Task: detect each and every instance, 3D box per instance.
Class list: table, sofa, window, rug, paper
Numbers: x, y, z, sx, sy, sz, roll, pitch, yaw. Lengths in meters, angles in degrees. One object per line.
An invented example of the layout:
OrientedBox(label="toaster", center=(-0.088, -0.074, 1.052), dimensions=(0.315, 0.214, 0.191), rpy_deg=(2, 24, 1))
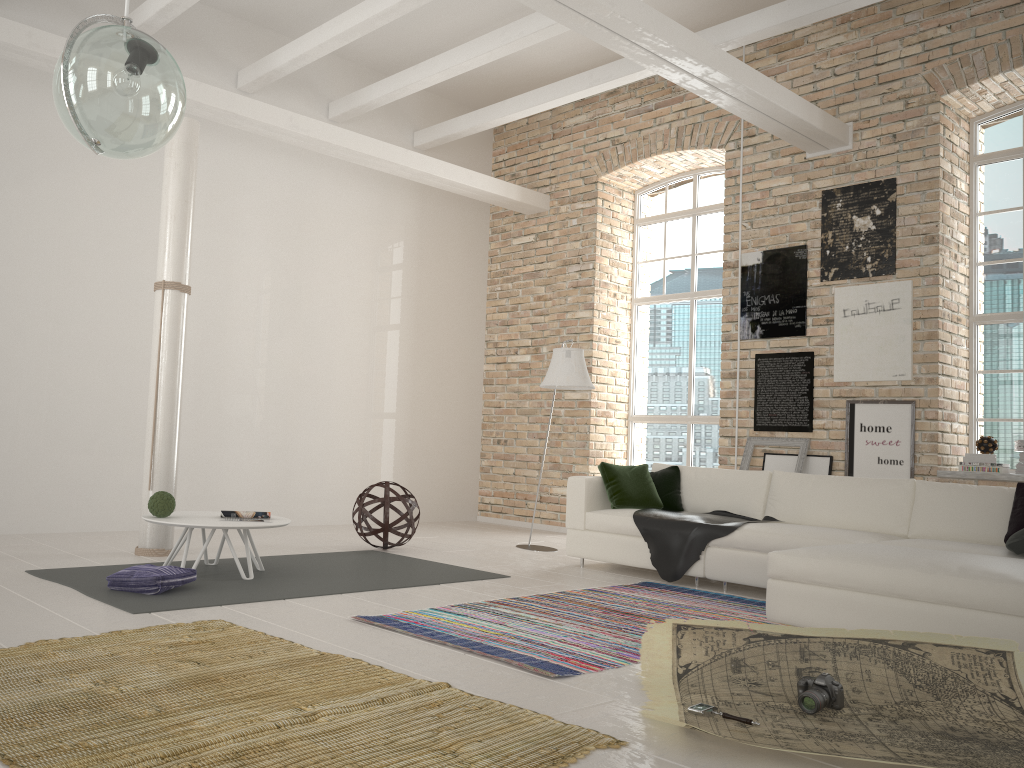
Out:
OrientedBox(label="table", center=(-1.831, 1.000, 5.515), dimensions=(0.860, 0.342, 0.963), rpy_deg=(5, -5, -30))
OrientedBox(label="sofa", center=(1.625, 0.957, 5.459), dimensions=(2.025, 0.841, 3.508), rpy_deg=(7, -6, -44))
OrientedBox(label="window", center=(0.444, -1.231, 3.096), dimensions=(10.660, 2.988, 1.532), rpy_deg=(6, -6, -43))
OrientedBox(label="rug", center=(-1.445, 1.196, 5.608), dimensions=(1.540, 0.041, 2.529), rpy_deg=(-1, -6, 45))
OrientedBox(label="window", center=(-1.976, -0.839, 5.543), dimensions=(10.660, 3.654, 1.531), rpy_deg=(6, -6, -43))
OrientedBox(label="rug", center=(0.534, 1.230, 4.696), dimensions=(1.508, 0.008, 2.497), rpy_deg=(-1, -6, 45))
OrientedBox(label="rug", center=(-0.956, 1.022, 2.895), dimensions=(2.354, 0.021, 1.432), rpy_deg=(-1, -5, 40))
OrientedBox(label="paper", center=(1.154, 0.998, 2.916), dimensions=(1.514, 0.265, 1.028), rpy_deg=(2, -4, 12))

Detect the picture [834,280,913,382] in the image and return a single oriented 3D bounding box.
OrientedBox(label="picture", center=(2.883, -0.411, 7.132), dimensions=(0.034, 0.784, 0.631), rpy_deg=(6, -5, -44))

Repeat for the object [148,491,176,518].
OrientedBox(label="object", center=(-2.115, 0.728, 5.384), dimensions=(0.169, 0.164, 0.155), rpy_deg=(1, -4, 23))

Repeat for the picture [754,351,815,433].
OrientedBox(label="picture", center=(2.340, 0.071, 7.664), dimensions=(0.060, 0.680, 0.547), rpy_deg=(6, -5, -44))

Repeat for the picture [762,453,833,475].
OrientedBox(label="picture", center=(2.356, 0.870, 7.451), dimensions=(0.137, 0.568, 0.616), rpy_deg=(6, -5, -44))

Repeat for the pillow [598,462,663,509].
OrientedBox(label="pillow", center=(0.889, 0.769, 6.729), dimensions=(0.401, 0.343, 0.316), rpy_deg=(4, -4, -18))

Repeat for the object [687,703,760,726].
OrientedBox(label="object", center=(0.708, 1.099, 2.953), dimensions=(0.243, 0.019, 0.090), rpy_deg=(-1, -5, 42))

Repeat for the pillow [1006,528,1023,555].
OrientedBox(label="pillow", center=(2.794, 0.740, 4.660), dimensions=(0.364, 0.305, 0.388), rpy_deg=(0, -5, 36))

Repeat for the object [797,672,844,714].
OrientedBox(label="object", center=(1.058, 1.078, 3.124), dimensions=(0.158, 0.124, 0.159), rpy_deg=(6, -6, -44))

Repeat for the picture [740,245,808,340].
OrientedBox(label="picture", center=(2.284, -0.792, 7.797), dimensions=(0.034, 0.785, 0.632), rpy_deg=(6, -5, -44))

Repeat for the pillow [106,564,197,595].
OrientedBox(label="pillow", center=(-1.941, 1.061, 4.810), dimensions=(0.372, 0.164, 0.336), rpy_deg=(1, -4, 22))

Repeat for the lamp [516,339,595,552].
OrientedBox(label="lamp", center=(0.366, 0.534, 7.556), dimensions=(0.441, 1.775, 1.024), rpy_deg=(3, -4, -13))

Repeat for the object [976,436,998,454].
OrientedBox(label="object", center=(3.539, 0.456, 6.642), dimensions=(0.138, 0.137, 0.147), rpy_deg=(4, -4, -17))

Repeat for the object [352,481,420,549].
OrientedBox(label="object", center=(-1.011, 1.055, 7.176), dimensions=(0.566, 0.543, 0.517), rpy_deg=(1, -4, 22))

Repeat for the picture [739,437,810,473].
OrientedBox(label="picture", center=(2.185, 0.740, 7.552), dimensions=(0.264, 0.582, 0.582), rpy_deg=(6, -5, -44))

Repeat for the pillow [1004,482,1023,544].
OrientedBox(label="pillow", center=(3.024, 0.755, 4.980), dimensions=(0.226, 0.390, 0.456), rpy_deg=(6, -5, -43))

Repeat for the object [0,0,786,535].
OrientedBox(label="object", center=(0.145, -1.264, 3.447), dimensions=(11.050, 4.798, 10.844), rpy_deg=(6, -6, -44))

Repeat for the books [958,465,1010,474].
OrientedBox(label="books", center=(3.490, 0.631, 6.590), dimensions=(0.296, 0.048, 0.204), rpy_deg=(-1, -5, 43))

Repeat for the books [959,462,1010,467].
OrientedBox(label="books", center=(3.493, 0.595, 6.590), dimensions=(0.290, 0.024, 0.204), rpy_deg=(-1, -5, 43))

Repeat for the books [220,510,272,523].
OrientedBox(label="books", center=(-1.650, 0.814, 5.524), dimensions=(0.296, 0.048, 0.384), rpy_deg=(4, -4, -15))

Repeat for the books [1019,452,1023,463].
OrientedBox(label="books", center=(3.909, 0.545, 6.573), dimensions=(0.254, 0.088, 0.295), rpy_deg=(-1, -5, 41))

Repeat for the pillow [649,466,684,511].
OrientedBox(label="pillow", center=(1.101, 0.805, 6.884), dimensions=(0.417, 0.365, 0.310), rpy_deg=(2, -4, 4))

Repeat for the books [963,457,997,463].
OrientedBox(label="books", center=(3.479, 0.566, 6.625), dimensions=(0.217, 0.040, 0.182), rpy_deg=(0, -5, 32))

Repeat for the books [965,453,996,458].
OrientedBox(label="books", center=(3.485, 0.532, 6.622), dimensions=(0.197, 0.030, 0.164), rpy_deg=(0, -5, 35))

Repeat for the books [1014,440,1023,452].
OrientedBox(label="books", center=(3.901, 0.460, 6.582), dimensions=(0.322, 0.085, 0.216), rpy_deg=(1, -5, 27))

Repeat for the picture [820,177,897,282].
OrientedBox(label="picture", center=(2.833, -1.249, 7.299), dimensions=(0.034, 0.783, 0.630), rpy_deg=(6, -5, -44))

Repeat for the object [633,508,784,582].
OrientedBox(label="object", center=(1.342, 1.125, 6.201), dimensions=(0.958, 0.464, 0.722), rpy_deg=(-1, -6, 44))

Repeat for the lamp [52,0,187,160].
OrientedBox(label="lamp", center=(-1.510, -1.659, 3.523), dimensions=(0.474, 1.598, 0.530), rpy_deg=(4, -5, -29))

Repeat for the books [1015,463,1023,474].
OrientedBox(label="books", center=(3.905, 0.628, 6.567), dimensions=(0.296, 0.088, 0.254), rpy_deg=(6, -5, -39))

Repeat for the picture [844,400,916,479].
OrientedBox(label="picture", center=(2.892, 0.504, 7.025), dimensions=(0.011, 0.756, 0.555), rpy_deg=(6, -5, -44))
